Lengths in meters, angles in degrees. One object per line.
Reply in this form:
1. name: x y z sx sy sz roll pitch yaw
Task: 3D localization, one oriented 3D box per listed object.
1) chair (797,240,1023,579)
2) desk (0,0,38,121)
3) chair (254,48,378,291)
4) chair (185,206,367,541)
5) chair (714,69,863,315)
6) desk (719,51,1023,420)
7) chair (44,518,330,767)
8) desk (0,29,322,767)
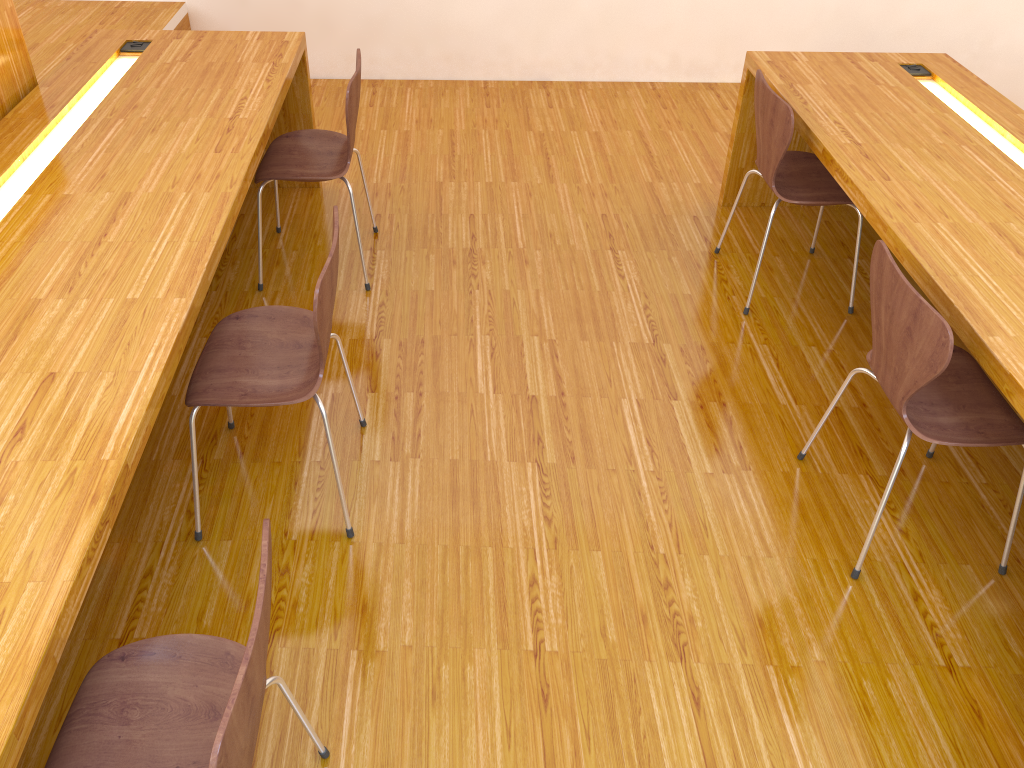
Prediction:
1. chair: 0.984 0.053 2.047 0.381 0.693 0.428 -1 38 -4
2. desk: -3.085 -0.783 2.391 3.185 0.606 0.760 -1 38 -4
3. chair: -0.671 -0.719 2.959 0.381 0.693 0.428 -1 38 -4
4. chair: -0.571 -0.030 2.082 0.381 0.693 0.428 -1 38 -4
5. chair: 0.960 -0.637 2.929 0.381 0.693 0.428 -1 38 -4
6. desk: 1.581 0.123 2.316 1.285 0.918 3.236 -1 38 -4
7. chair: -0.517 0.568 1.318 0.381 0.693 0.428 -1 38 -4
8. desk: -1.068 -0.085 2.207 0.760 0.606 3.185 -1 38 -4
